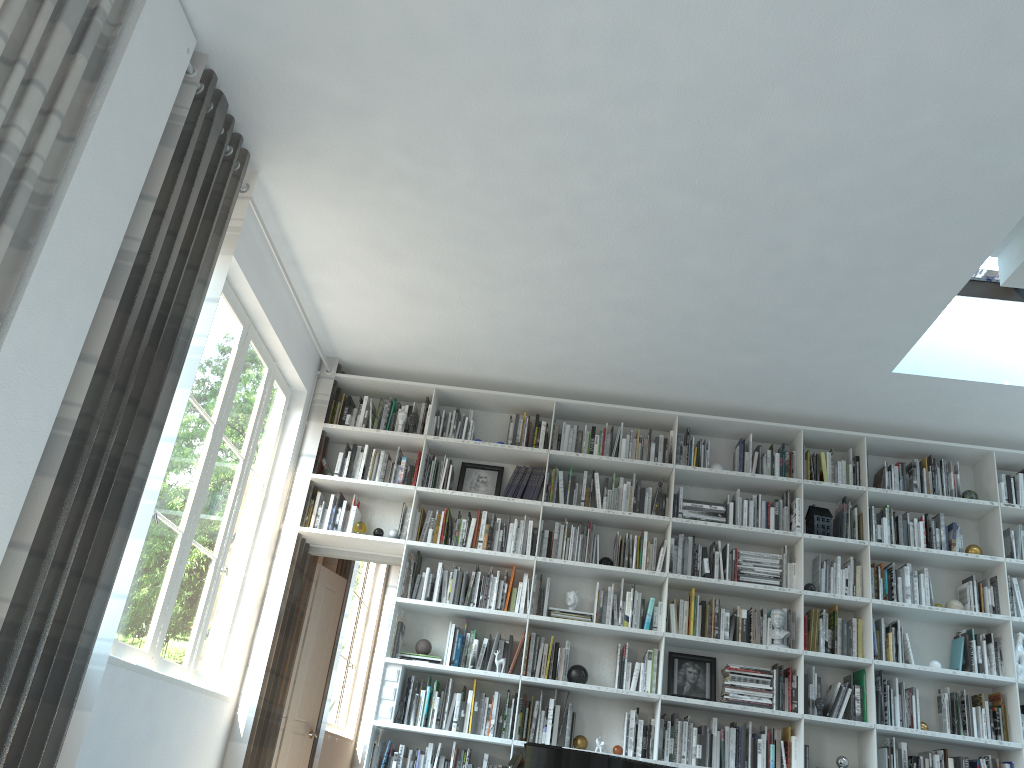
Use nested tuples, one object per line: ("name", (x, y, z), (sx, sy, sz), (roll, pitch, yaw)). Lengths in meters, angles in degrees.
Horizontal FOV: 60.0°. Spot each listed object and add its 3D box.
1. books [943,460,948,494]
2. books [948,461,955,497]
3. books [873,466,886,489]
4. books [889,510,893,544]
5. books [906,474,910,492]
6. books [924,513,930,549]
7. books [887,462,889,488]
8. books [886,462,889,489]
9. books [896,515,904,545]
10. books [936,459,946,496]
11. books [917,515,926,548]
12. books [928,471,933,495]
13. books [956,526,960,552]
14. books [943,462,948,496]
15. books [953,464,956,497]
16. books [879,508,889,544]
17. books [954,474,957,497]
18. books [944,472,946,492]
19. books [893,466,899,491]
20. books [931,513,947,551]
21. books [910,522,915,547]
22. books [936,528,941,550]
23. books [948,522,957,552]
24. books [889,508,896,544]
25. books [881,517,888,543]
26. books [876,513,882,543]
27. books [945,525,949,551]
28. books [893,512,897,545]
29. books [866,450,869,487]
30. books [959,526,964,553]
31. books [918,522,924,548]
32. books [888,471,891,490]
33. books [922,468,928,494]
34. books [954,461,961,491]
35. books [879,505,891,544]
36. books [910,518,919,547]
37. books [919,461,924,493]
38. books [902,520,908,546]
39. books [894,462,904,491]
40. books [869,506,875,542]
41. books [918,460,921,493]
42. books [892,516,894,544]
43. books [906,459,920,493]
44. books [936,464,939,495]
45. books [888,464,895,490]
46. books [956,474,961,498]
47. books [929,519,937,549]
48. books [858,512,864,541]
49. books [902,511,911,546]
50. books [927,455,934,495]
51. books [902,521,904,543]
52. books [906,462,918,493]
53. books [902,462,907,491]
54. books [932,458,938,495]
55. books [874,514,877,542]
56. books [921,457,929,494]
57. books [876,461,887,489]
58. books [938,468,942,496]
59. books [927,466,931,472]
("books", (2.931, 0.693, 6.037), (0.008, 0.320, 0.134), (6, -25, 4))
("books", (2.945, 0.694, 6.005), (0.013, 0.295, 0.189), (6, -25, 4))
("books", (2.482, 0.681, 6.013), (0.046, 0.205, 0.184), (6, -25, 4))
("books", (2.484, 0.990, 5.878), (0.010, 0.267, 0.166), (6, -25, 4))
("books", (2.662, 0.722, 6.029), (0.031, 0.189, 0.133), (6, -25, 4))
("books", (2.730, 1.017, 5.879), (0.012, 0.283, 0.160), (6, -25, 4))
("books", (2.534, 0.674, 6.042), (0.012, 0.254, 0.134), (6, -25, 4))
("books", (2.522, 0.674, 6.033), (0.011, 0.243, 0.173), (6, -25, 4))
("books", (2.544, 1.008, 5.866), (0.027, 0.240, 0.160), (6, -25, 4))
("books", (2.890, 0.683, 6.011), (0.008, 0.305, 0.183), (6, -25, 4))
("books", (2.697, 1.017, 5.866), (0.012, 0.263, 0.157), (6, -25, 4))
("books", (2.791, 0.715, 5.985), (0.018, 0.200, 0.189), (6, -25, 4))
("books", (2.896, 1.061, 5.839), (0.048, 0.215, 0.183), (6, -25, 4))
("books", (2.916, 0.694, 6.018), (0.019, 0.298, 0.137), (6, -25, 4))
("books", (2.954, 0.701, 5.995), (0.008, 0.277, 0.181), (6, -25, 4))
("books", (2.461, 0.983, 5.889), (0.011, 0.282, 0.173), (6, -25, 4))
("books", (2.963, 0.737, 5.993), (0.018, 0.213, 0.158), (6, -25, 4))
("books", (2.898, 0.709, 6.006), (0.014, 0.257, 0.150), (6, -25, 4))
("books", (2.583, 0.689, 6.025), (0.028, 0.225, 0.164), (6, -25, 4))
("books", (2.807, 1.014, 5.849), (0.029, 0.284, 0.184), (6, -25, 4))
("books", (2.622, 1.036, 5.871), (0.025, 0.215, 0.144), (6, -25, 4))
("books", (2.772, 1.063, 5.842), (0.027, 0.181, 0.177), (6, -25, 4))
("books", (2.874, 1.046, 5.837), (0.054, 0.234, 0.172), (6, -25, 4))
("books", (2.512, 0.987, 5.896), (0.021, 0.294, 0.139), (6, -25, 4))
("books", (2.437, 1.008, 5.860), (0.026, 0.207, 0.182), (6, -25, 4))
("books", (2.414, 0.997, 5.885), (0.026, 0.242, 0.149), (6, -25, 4))
("books", (2.831, 1.056, 5.846), (0.030, 0.212, 0.157), (6, -25, 4))
("books", (2.527, 1.000, 5.897), (0.012, 0.275, 0.133), (6, -25, 4))
("books", (2.388, 0.624, 6.037), (0.019, 0.303, 0.176), (6, -25, 4))
("books", (2.933, 1.067, 5.855), (0.026, 0.228, 0.141), (6, -25, 4))
("books", (2.666, 1.033, 5.842), (0.021, 0.208, 0.181), (6, -25, 4))
("books", (2.540, 0.704, 6.018), (0.009, 0.182, 0.161), (6, -25, 4))
("books", (2.769, 0.703, 6.002), (0.018, 0.230, 0.160), (6, -25, 4))
("books", (2.995, 0.695, 6.003), (0.006, 0.305, 0.164), (6, -25, 4))
("books", (2.475, 0.972, 5.888), (0.014, 0.305, 0.153), (6, -25, 4))
("books", (2.647, 1.024, 5.863), (0.023, 0.235, 0.150), (6, -25, 4))
("books", (2.760, 0.686, 6.031), (0.007, 0.283, 0.160), (6, -25, 4))
("books", (2.584, 1.030, 5.880), (0.028, 0.222, 0.142), (6, -25, 4))
("books", (2.614, 0.679, 6.028), (0.030, 0.254, 0.162), (6, -25, 4))
("books", (2.376, 0.970, 5.889), (0.012, 0.283, 0.160), (6, -25, 4))
("books", (2.744, 0.682, 6.039), (0.017, 0.294, 0.139), (6, -25, 4))
("books", (2.493, 1.010, 5.879), (0.012, 0.234, 0.166), (6, -25, 4))
("books", (2.723, 0.675, 6.030), (0.024, 0.291, 0.168), (6, -25, 4))
("books", (2.857, 0.698, 6.015), (0.008, 0.273, 0.163), (6, -25, 4))
("books", (2.553, 0.679, 6.015), (0.013, 0.228, 0.174), (6, -25, 4))
("books", (2.978, 0.737, 5.983), (0.014, 0.208, 0.189), (6, -25, 4))
("books", (2.747, 1.033, 5.851), (0.030, 0.237, 0.186), (6, -25, 4))
("books", (2.283, 0.985, 5.868), (0.008, 0.213, 0.224), (6, -25, 4))
("books", (2.608, 1.004, 5.888), (0.013, 0.283, 0.155), (6, -25, 4))
("books", (2.820, 0.666, 6.023), (0.007, 0.328, 0.184), (6, -25, 4))
("books", (2.563, 1.030, 5.876), (0.014, 0.214, 0.133), (6, -25, 4))
("books", (2.695, 0.678, 6.003), (0.028, 0.257, 0.185), (6, -25, 4))
("books", (2.640, 0.683, 6.028), (0.021, 0.255, 0.169), (6, -25, 4))
("books", (2.828, 0.673, 6.001), (0.015, 0.298, 0.184), (6, -25, 4))
("books", (2.395, 0.999, 5.891), (0.012, 0.238, 0.139), (6, -25, 4))
("books", (2.786, 0.671, 6.023), (0.006, 0.311, 0.180), (6, -25, 4))
("books", (2.512, 0.669, 6.025), (0.009, 0.243, 0.174), (6, -25, 4))
("books", (2.871, 0.709, 6.009), (0.024, 0.251, 0.150), (6, -25, 4))
("books", (2.807, 0.700, 6.008), (0.008, 0.250, 0.171), (6, -25, 4))
